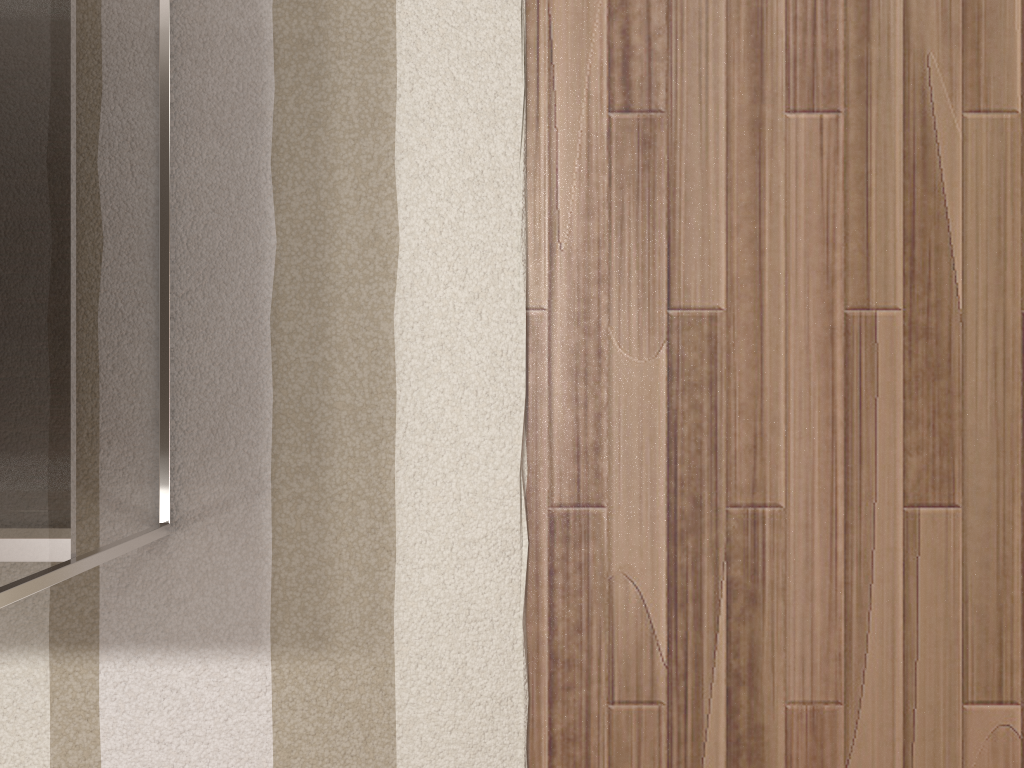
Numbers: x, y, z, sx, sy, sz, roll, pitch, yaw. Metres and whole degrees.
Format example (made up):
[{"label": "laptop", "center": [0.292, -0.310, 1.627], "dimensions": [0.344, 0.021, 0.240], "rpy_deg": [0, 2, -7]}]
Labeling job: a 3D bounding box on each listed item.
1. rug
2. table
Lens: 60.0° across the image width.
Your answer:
[{"label": "rug", "center": [-2.655, -0.533, 3.289], "dimensions": [5.433, 0.061, 4.585], "rpy_deg": [0, 90, 0]}, {"label": "table", "center": [-2.676, -0.544, 2.575], "dimensions": [2.842, 1.428, 2.192], "rpy_deg": [0, 90, 0]}]
